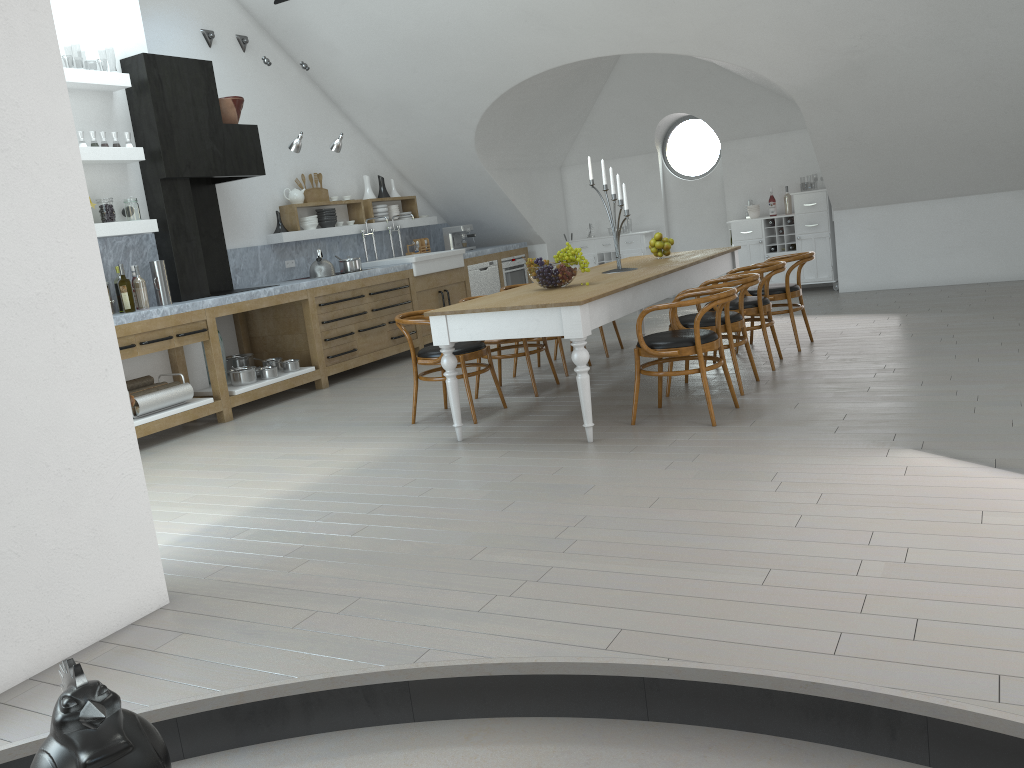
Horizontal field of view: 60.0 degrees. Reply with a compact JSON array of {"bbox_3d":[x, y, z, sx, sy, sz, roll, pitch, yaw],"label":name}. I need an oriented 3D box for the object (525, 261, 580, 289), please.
[{"bbox_3d":[0.273,-0.695,5.703,0.360,0.159,0.362,-6,10,10],"label":"object"}]

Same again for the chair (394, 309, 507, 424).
[{"bbox_3d":[-0.444,-0.137,6.013,0.621,0.731,0.530,-2,11,29],"label":"chair"}]

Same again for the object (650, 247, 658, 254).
[{"bbox_3d":[1.157,-1.089,7.214,0.059,0.055,0.060,-3,11,24],"label":"object"}]

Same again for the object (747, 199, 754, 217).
[{"bbox_3d":[2.899,-2.146,10.808,0.115,0.208,0.065,-2,11,32],"label":"object"}]

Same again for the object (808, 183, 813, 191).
[{"bbox_3d":[3.428,-2.267,10.223,0.077,0.085,0.078,0,12,37],"label":"object"}]

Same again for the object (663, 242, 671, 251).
[{"bbox_3d":[1.255,-1.115,7.187,0.071,0.072,0.071,-8,10,-6],"label":"object"}]

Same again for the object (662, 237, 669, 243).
[{"bbox_3d":[1.249,-1.165,7.213,0.058,0.057,0.053,2,13,44],"label":"object"}]

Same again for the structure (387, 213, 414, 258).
[{"bbox_3d":[-1.216,-1.658,10.063,0.332,0.527,0.215,-6,9,10],"label":"structure"}]

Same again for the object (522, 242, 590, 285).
[{"bbox_3d":[0.280,-0.754,5.668,0.394,0.283,0.293,-8,10,-6],"label":"object"}]

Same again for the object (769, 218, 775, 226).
[{"bbox_3d":[3.098,-1.914,10.479,0.092,0.094,0.361,-2,12,30],"label":"object"}]

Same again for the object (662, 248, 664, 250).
[{"bbox_3d":[1.257,-1.141,7.293,0.076,0.076,0.077,-8,10,-3],"label":"object"}]

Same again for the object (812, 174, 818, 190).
[{"bbox_3d":[3.530,-2.350,10.321,0.063,0.186,0.063,-5,9,16],"label":"object"}]

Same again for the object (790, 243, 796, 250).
[{"bbox_3d":[3.313,-1.616,10.424,0.081,0.080,0.360,-2,11,27],"label":"object"}]

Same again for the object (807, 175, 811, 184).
[{"bbox_3d":[3.469,-2.341,10.336,0.054,0.178,0.054,-3,10,24],"label":"object"}]

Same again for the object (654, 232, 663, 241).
[{"bbox_3d":[1.195,-1.201,7.226,0.072,0.074,0.073,-2,11,29],"label":"object"}]

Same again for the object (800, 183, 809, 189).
[{"bbox_3d":[3.405,-2.284,10.311,0.095,0.093,0.094,-12,11,-27],"label":"object"}]

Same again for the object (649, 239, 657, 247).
[{"bbox_3d":[1.152,-1.148,7.230,0.066,0.071,0.073,-8,10,-1],"label":"object"}]

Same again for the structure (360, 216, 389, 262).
[{"bbox_3d":[-1.447,-1.550,9.644,0.332,0.527,0.215,-6,9,10],"label":"structure"}]

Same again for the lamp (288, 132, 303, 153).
[{"bbox_3d":[-1.918,-2.131,7.845,0.116,0.177,0.164,-16,13,-41],"label":"lamp"}]

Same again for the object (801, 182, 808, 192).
[{"bbox_3d":[3.362,-2.258,10.166,0.082,0.105,0.082,-11,10,-22],"label":"object"}]

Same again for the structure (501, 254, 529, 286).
[{"bbox_3d":[-0.197,-1.274,11.232,0.630,0.633,0.635,-2,11,29],"label":"structure"}]

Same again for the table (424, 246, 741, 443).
[{"bbox_3d":[0.769,-0.410,6.440,1.018,0.795,3.366,-2,12,29],"label":"table"}]

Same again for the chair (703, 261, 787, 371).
[{"bbox_3d":[1.686,-0.485,6.394,0.621,0.731,0.530,-3,10,25],"label":"chair"}]

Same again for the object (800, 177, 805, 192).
[{"bbox_3d":[3.361,-2.305,10.242,0.048,0.168,0.048,-12,10,-27],"label":"object"}]

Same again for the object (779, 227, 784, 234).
[{"bbox_3d":[3.203,-1.809,10.452,0.085,0.085,0.332,-2,12,29],"label":"object"}]

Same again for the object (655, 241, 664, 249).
[{"bbox_3d":[1.193,-1.125,7.171,0.071,0.063,0.072,-3,11,23],"label":"object"}]

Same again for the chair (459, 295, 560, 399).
[{"bbox_3d":[-0.048,-0.298,6.606,0.621,0.731,0.530,-3,10,26],"label":"chair"}]

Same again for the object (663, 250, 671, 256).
[{"bbox_3d":[1.266,-1.078,7.250,0.063,0.063,0.064,1,13,40],"label":"object"}]

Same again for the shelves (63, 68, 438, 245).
[{"bbox_3d":[-2.286,-2.024,8.415,0.479,1.355,5.580,-3,11,24],"label":"shelves"}]

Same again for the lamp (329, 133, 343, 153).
[{"bbox_3d":[-1.641,-2.263,8.339,0.168,0.175,0.113,-4,10,22],"label":"lamp"}]

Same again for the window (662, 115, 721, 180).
[{"bbox_3d":[2.309,-3.007,11.286,0.899,0.896,0.060,-2,10,29],"label":"window"}]

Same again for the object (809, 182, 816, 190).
[{"bbox_3d":[3.489,-2.291,10.274,0.071,0.098,0.071,0,12,37],"label":"object"}]

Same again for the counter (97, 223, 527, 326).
[{"bbox_3d":[-1.748,-1.358,8.865,0.961,0.617,6.610,-2,12,29],"label":"counter"}]

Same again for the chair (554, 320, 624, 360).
[{"bbox_3d":[0.597,-0.618,7.876,0.621,0.731,0.530,-3,10,26],"label":"chair"}]

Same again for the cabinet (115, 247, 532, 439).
[{"bbox_3d":[-1.659,-0.543,8.916,1.003,1.017,6.462,-2,12,29],"label":"cabinet"}]

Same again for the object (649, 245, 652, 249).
[{"bbox_3d":[1.157,-1.130,7.293,0.062,0.059,0.062,-1,12,33],"label":"object"}]

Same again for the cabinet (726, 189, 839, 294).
[{"bbox_3d":[3.240,-1.669,10.521,1.242,1.148,0.613,-2,11,29],"label":"cabinet"}]

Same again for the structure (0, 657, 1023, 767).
[{"bbox_3d":[-0.295,1.602,0.432,4.715,0.690,4.726,-10,11,-15],"label":"structure"}]

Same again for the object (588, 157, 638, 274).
[{"bbox_3d":[0.733,-1.260,6.462,0.265,0.871,0.779,-7,10,4],"label":"object"}]

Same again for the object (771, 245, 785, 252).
[{"bbox_3d":[3.164,-1.617,10.514,0.156,0.085,0.333,-1,12,30],"label":"object"}]

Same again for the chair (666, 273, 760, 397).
[{"bbox_3d":[1.327,-0.324,5.777,0.621,0.731,0.530,-2,11,29],"label":"chair"}]

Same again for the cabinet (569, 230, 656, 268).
[{"bbox_3d":[1.305,-1.513,11.410,1.134,0.785,0.499,-2,11,29],"label":"cabinet"}]

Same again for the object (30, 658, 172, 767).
[{"bbox_3d":[-0.979,0.920,2.099,0.320,0.560,0.322,-7,9,3],"label":"object"}]

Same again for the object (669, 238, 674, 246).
[{"bbox_3d":[1.296,-1.161,7.249,0.063,0.063,0.062,-9,10,-8],"label":"object"}]

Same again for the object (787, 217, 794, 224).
[{"bbox_3d":[3.275,-1.912,10.371,0.087,0.084,0.362,-2,12,29],"label":"object"}]

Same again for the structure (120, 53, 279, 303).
[{"bbox_3d":[-2.684,-1.677,7.413,0.780,1.876,1.081,-2,11,29],"label":"structure"}]

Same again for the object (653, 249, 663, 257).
[{"bbox_3d":[1.198,-1.082,7.280,0.080,0.073,0.078,-10,10,-15],"label":"object"}]

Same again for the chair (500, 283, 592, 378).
[{"bbox_3d":[0.245,-0.458,7.260,0.621,0.731,0.530,-1,11,32],"label":"chair"}]

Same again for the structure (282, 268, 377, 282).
[{"bbox_3d":[-1.776,-1.046,8.653,0.647,0.041,0.741,-2,12,29],"label":"structure"}]

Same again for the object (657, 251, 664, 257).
[{"bbox_3d":[1.208,-1.057,7.216,0.049,0.050,0.051,-1,11,33],"label":"object"}]

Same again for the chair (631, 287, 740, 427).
[{"bbox_3d":[1.018,-0.164,5.133,0.621,0.731,0.530,-1,11,33],"label":"chair"}]

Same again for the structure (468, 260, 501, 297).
[{"bbox_3d":[-0.546,-1.015,10.599,0.598,0.819,0.728,-2,11,29],"label":"structure"}]

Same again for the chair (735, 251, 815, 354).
[{"bbox_3d":[2.089,-0.646,6.981,0.621,0.731,0.530,-1,11,32],"label":"chair"}]
